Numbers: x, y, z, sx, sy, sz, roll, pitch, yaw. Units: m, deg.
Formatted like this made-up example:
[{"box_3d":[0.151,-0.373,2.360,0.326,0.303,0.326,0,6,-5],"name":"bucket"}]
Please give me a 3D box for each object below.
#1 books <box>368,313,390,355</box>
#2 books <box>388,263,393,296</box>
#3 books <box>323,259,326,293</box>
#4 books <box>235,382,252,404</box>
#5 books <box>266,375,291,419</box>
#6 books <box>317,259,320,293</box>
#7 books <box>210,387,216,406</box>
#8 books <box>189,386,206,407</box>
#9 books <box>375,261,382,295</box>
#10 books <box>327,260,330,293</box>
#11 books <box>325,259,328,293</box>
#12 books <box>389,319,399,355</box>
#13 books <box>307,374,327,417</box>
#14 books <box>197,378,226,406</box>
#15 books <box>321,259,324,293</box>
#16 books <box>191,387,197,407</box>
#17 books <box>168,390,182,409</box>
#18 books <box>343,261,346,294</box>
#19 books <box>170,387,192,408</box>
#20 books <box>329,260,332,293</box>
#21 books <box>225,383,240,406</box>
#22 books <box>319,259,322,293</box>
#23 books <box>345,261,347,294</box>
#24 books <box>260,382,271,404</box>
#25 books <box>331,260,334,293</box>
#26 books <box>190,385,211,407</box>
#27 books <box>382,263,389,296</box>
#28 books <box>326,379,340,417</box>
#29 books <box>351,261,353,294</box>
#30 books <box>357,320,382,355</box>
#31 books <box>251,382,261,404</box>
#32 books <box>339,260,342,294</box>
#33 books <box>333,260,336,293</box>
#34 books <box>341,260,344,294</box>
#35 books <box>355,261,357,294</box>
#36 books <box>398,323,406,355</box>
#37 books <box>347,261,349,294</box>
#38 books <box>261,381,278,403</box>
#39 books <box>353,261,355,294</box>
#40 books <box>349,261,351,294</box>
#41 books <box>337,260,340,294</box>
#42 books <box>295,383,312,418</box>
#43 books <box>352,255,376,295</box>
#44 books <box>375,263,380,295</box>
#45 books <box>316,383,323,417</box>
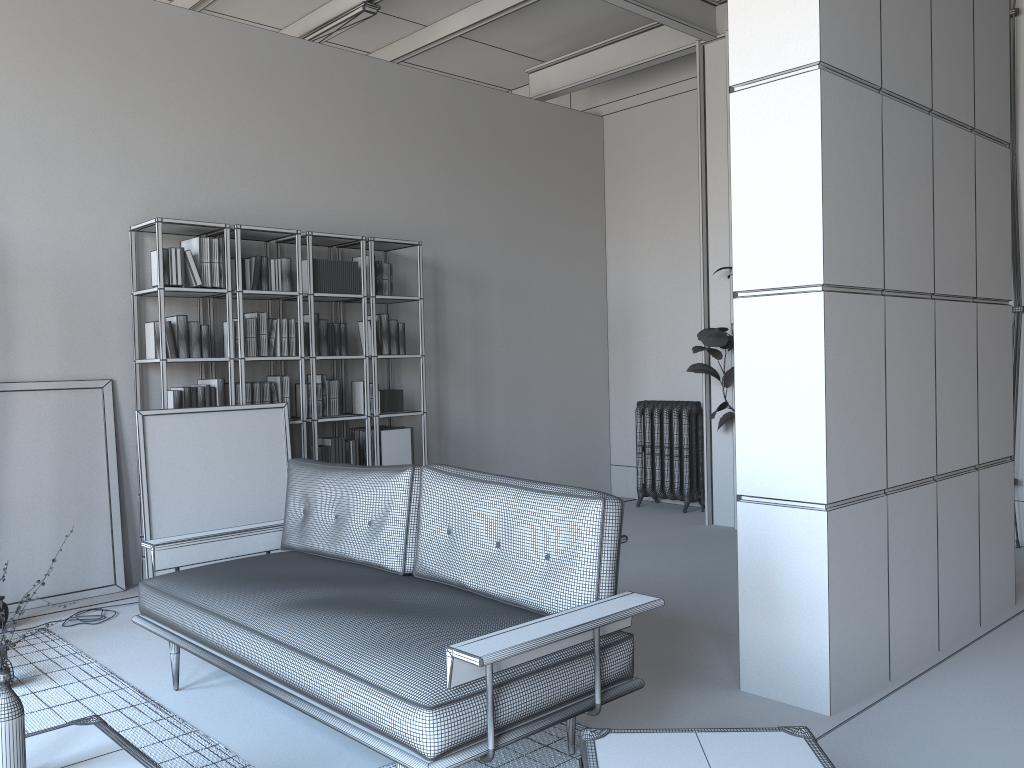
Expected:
[{"box_3d":[-0.980,-0.358,6.493,0.071,0.304,0.224,-3,2,-43],"name":"books"},{"box_3d":[-0.944,-0.762,6.546,0.168,0.243,0.029,0,2,42],"name":"books"},{"box_3d":[-1.341,-0.736,6.121,0.016,0.240,0.182,-3,2,-43],"name":"books"},{"box_3d":[-1.792,0.122,5.871,0.062,0.265,0.193,-3,2,-43],"name":"books"},{"box_3d":[-1.600,0.092,6.068,0.071,0.303,0.222,-3,2,-43],"name":"books"},{"box_3d":[-1.375,-0.734,6.088,0.016,0.240,0.182,-3,2,-43],"name":"books"},{"box_3d":[-1.961,0.141,5.671,0.194,0.241,0.030,0,2,34],"name":"books"},{"box_3d":[-2.009,0.139,5.617,0.180,0.248,0.054,0,2,37],"name":"books"},{"box_3d":[-1.017,-0.765,6.494,0.027,0.258,0.189,-3,2,-43],"name":"books"},{"box_3d":[-1.318,-0.737,6.142,0.016,0.240,0.182,-3,2,-43],"name":"books"},{"box_3d":[-1.329,-0.737,6.131,0.016,0.240,0.182,-3,2,-43],"name":"books"},{"box_3d":[-0.927,-0.341,6.570,0.091,0.266,0.195,-3,2,-43],"name":"books"},{"box_3d":[-1.387,0.081,6.288,0.038,0.303,0.222,-3,2,-43],"name":"books"},{"box_3d":[-1.929,0.114,5.709,0.243,0.299,0.048,0,2,37],"name":"books"},{"box_3d":[-1.352,-0.735,6.110,0.016,0.240,0.182,-3,2,-43],"name":"books"},{"box_3d":[-2.043,0.143,5.582,0.168,0.243,0.029,-1,2,32],"name":"books"},{"box_3d":[-2.104,0.153,5.508,0.162,0.229,0.053,0,2,44],"name":"books"},{"box_3d":[-1.226,-0.741,6.228,0.016,0.240,0.182,-3,2,-43],"name":"books"},{"box_3d":[-2.068,0.143,5.549,0.170,0.245,0.043,0,2,37],"name":"books"},{"box_3d":[-1.306,-0.738,6.153,0.016,0.240,0.182,-3,2,-43],"name":"books"},{"box_3d":[-1.835,0.124,5.823,0.062,0.265,0.193,-3,2,-43],"name":"books"},{"box_3d":[-1.364,-0.735,6.099,0.016,0.240,0.182,-3,2,-43],"name":"books"},{"box_3d":[-1.215,-0.742,6.239,0.016,0.240,0.182,-3,2,-43],"name":"books"},{"box_3d":[-1.693,0.117,5.954,0.062,0.265,0.193,-3,2,-43],"name":"books"},{"box_3d":[-1.295,-0.738,6.163,0.016,0.240,0.182,-3,2,-43],"name":"books"},{"box_3d":[-1.980,0.133,5.646,0.189,0.258,0.027,0,2,37],"name":"books"},{"box_3d":[-0.983,-0.762,6.518,0.054,0.248,0.180,-3,2,-43],"name":"books"},{"box_3d":[-1.317,0.100,6.306,0.091,0.265,0.193,-3,2,-43],"name":"books"},{"box_3d":[-1.180,-0.744,6.271,0.016,0.240,0.182,-3,2,-43],"name":"books"},{"box_3d":[-1.033,-0.334,6.442,0.084,0.268,0.195,-3,2,-42],"name":"books"},{"box_3d":[-1.748,0.120,5.918,0.062,0.265,0.193,-3,2,-43],"name":"books"},{"box_3d":[-1.249,-0.740,6.206,0.016,0.240,0.182,-3,2,-43],"name":"books"},{"box_3d":[-1.284,-0.739,6.174,0.016,0.240,0.182,-3,2,-43],"name":"books"},{"box_3d":[-1.238,-0.741,6.217,0.016,0.240,0.182,-3,2,-43],"name":"books"},{"box_3d":[-1.158,-0.745,6.292,0.016,0.240,0.182,-3,2,-43],"name":"books"},{"box_3d":[-0.865,-0.332,6.625,0.057,0.244,0.180,-3,2,-43],"name":"books"},{"box_3d":[-1.203,-0.742,6.249,0.016,0.240,0.182,-3,2,-43],"name":"books"},{"box_3d":[-1.655,0.116,6.019,0.084,0.267,0.193,-3,2,-44],"name":"books"},{"box_3d":[-1.169,-0.744,6.281,0.016,0.240,0.182,-3,2,-43],"name":"books"},{"box_3d":[-1.192,-0.743,6.260,0.016,0.240,0.182,-3,2,-43],"name":"books"},{"box_3d":[-1.261,-0.740,6.196,0.016,0.240,0.182,-3,2,-43],"name":"books"},{"box_3d":[-1.448,0.117,6.186,0.057,0.244,0.178,-3,2,-43],"name":"books"},{"box_3d":[-1.079,-0.779,6.440,0.048,0.299,0.243,-3,2,-43],"name":"books"},{"box_3d":[-1.039,-0.755,6.473,0.194,0.241,0.030,0,2,44],"name":"books"},{"box_3d":[-1.397,0.115,6.219,0.057,0.244,0.178,-3,2,-43],"name":"books"}]
